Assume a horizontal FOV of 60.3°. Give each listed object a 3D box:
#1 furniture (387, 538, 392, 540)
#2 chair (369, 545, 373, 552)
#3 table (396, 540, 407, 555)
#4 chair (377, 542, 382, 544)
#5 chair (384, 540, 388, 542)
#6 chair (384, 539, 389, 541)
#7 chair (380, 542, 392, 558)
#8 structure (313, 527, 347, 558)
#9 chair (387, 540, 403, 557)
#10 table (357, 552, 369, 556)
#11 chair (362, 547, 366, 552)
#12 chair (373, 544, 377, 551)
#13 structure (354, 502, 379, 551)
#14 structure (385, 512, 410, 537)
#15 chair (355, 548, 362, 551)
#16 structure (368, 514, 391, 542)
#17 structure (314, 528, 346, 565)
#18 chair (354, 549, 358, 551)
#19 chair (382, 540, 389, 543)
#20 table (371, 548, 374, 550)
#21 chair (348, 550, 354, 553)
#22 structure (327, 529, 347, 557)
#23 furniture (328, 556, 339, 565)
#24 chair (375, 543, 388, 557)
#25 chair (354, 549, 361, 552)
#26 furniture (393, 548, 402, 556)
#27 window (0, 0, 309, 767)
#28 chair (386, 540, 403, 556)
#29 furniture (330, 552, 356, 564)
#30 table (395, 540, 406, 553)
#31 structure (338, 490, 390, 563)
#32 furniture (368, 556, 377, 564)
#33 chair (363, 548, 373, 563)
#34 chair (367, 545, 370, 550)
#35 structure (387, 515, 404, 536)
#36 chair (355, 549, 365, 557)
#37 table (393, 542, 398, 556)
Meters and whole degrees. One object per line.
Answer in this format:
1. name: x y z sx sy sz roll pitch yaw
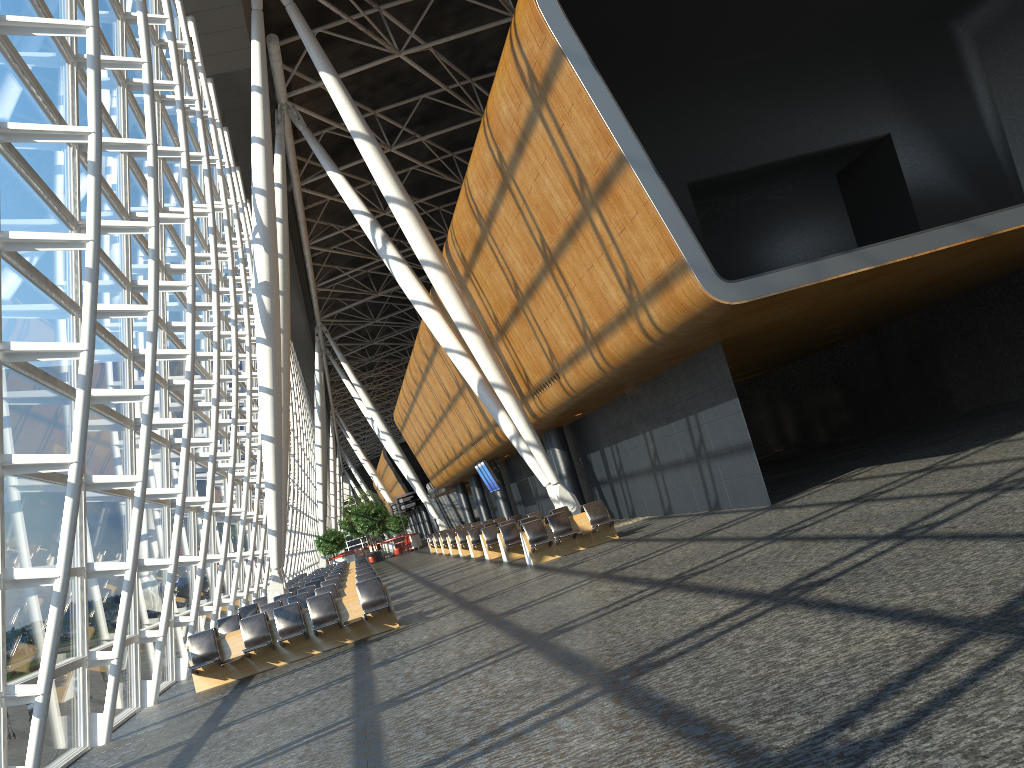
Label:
1. furniture: -12.613 17.015 95.425 1.885 0.866 1.679 -16 -6 -12
2. chair: -10.681 13.005 68.961 0.653 1.007 0.632 -16 -3 -27
3. table: -6.663 9.992 53.737 0.801 0.748 0.801 -17 -4 4
4. chair: -9.248 11.957 64.128 0.630 1.007 0.655 -18 -3 23
5. chair: -8.718 11.664 63.088 0.671 1.007 0.615 -19 -3 33
6. chair: -10.128 13.264 72.350 0.614 1.007 0.673 -15 -3 -37
7. chair: -7.932 10.626 56.768 0.630 1.007 0.655 -18 -3 23
8. structure: -11.194 10.375 54.961 1.892 2.960 1.898 -15 -3 -38
9. chair: -7.403 10.334 55.728 0.671 1.007 0.615 -19 -3 33
10. table: -8.827 10.523 52.712 0.788 0.748 0.814 -13 -5 -40
11. chair: -10.323 11.906 61.126 0.666 1.007 0.620 -18 -3 13
12. chair: -9.713 12.235 65.201 0.669 1.007 0.617 -18 -3 23
13. structure: -11.807 11.841 71.585 3.112 4.519 5.739 -18 -5 10
14. structure: -8.152 10.696 64.060 1.810 2.771 1.711 -19 -3 36
15. chair: -10.891 12.236 62.363 0.627 1.007 0.659 -18 -3 13
16. structure: -9.988 11.302 67.313 2.281 3.466 2.226 -17 -3 1
17. structure: -10.572 9.926 52.125 1.810 2.771 1.711 -19 -3 36
18. chair: -11.314 12.604 64.257 0.632 1.007 0.653 -19 -3 33
19. chair: -8.572 11.481 61.986 0.632 1.007 0.653 -19 -3 33
20. table: -10.588 12.978 67.898 0.790 0.748 0.812 -15 -5 -25
21. chair: -12.605 13.613 69.129 0.672 1.007 0.614 -20 -4 43
22. structure: -11.834 11.159 59.140 1.862 2.843 1.761 -19 -3 36
23. furniture: -11.102 11.562 56.523 0.889 1.003 2.844 -17 -6 0
24. chair: -8.397 10.904 57.841 0.669 1.007 0.617 -18 -3 23
25. chair: -9.998 11.273 56.898 0.632 1.007 0.653 -19 -3 33
26. furniture: -6.905 10.164 53.316 0.443 0.458 0.445 -17 -4 1
27. window: -17.917 9.747 79.741 3.697 13.981 168.182 -17 -7 -13
28. chair: -7.256 10.150 54.626 0.632 1.007 0.653 -19 -3 33
29. furniture: -10.107 10.910 53.760 0.877 1.005 2.881 -14 -7 -44
30. table: -6.814 10.231 55.263 0.801 0.748 0.801 -17 -4 4
31. structure: -9.413 9.121 55.832 3.064 4.520 5.886 -16 -5 -20
32. furniture: -8.308 10.501 52.594 0.450 0.458 0.438 -19 -4 31
33. chair: -9.007 10.575 53.766 0.666 1.007 0.620 -18 -3 13
34. chair: -11.962 13.826 72.367 0.653 1.007 0.632 -16 -3 -27
35. structure: -9.707 12.355 74.340 1.967 2.986 1.860 -19 -3 36
36. chair: -9.575 10.905 55.004 0.627 1.007 0.659 -18 -3 13
37. table: -7.629 10.766 57.529 0.801 0.748 0.801 -17 -4 4
